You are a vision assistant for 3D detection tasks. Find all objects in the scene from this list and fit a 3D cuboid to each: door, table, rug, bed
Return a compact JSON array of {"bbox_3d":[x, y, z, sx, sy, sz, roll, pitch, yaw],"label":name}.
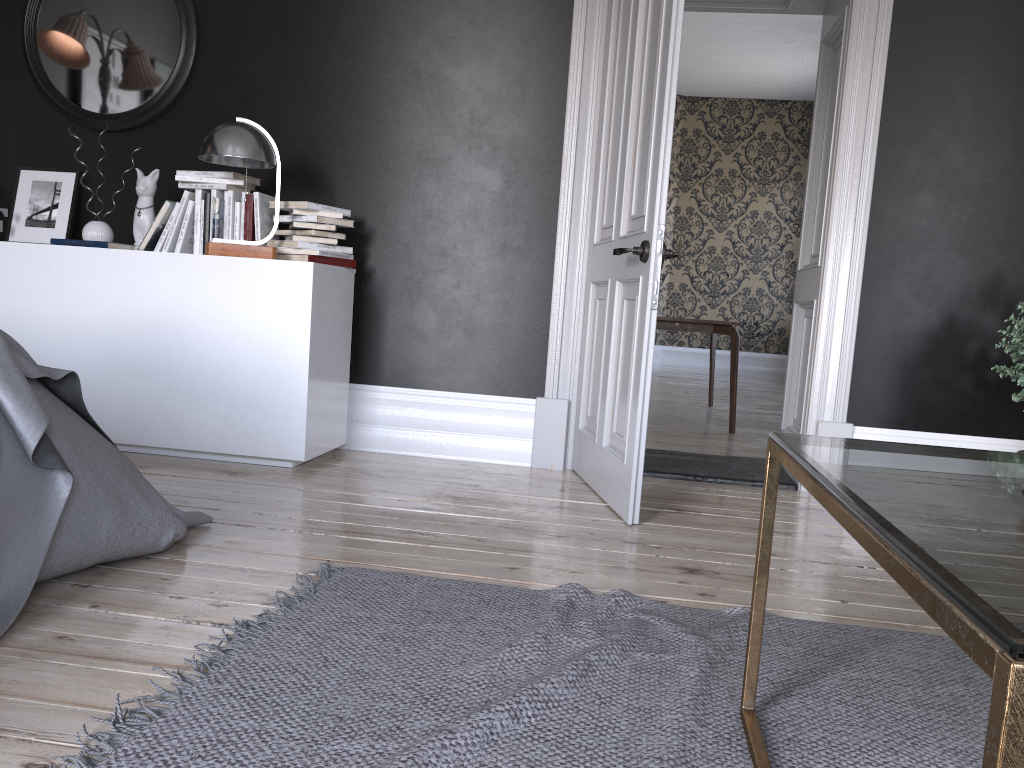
[{"bbox_3d":[0.474,-0.719,3.625,0.216,2.379,1.095,4,6,-5],"label":"door"},{"bbox_3d":[1.103,0.467,1.063,1.448,0.559,1.090,5,5,7],"label":"table"},{"bbox_3d":[1.253,-0.140,6.943,0.850,0.756,1.792,5,5,8],"label":"table"},{"bbox_3d":[1.059,0.716,1.247,3.644,0.050,2.102,5,5,8],"label":"rug"},{"bbox_3d":[-2.477,-0.193,1.496,3.283,1.301,2.760,4,5,-4],"label":"bed"}]

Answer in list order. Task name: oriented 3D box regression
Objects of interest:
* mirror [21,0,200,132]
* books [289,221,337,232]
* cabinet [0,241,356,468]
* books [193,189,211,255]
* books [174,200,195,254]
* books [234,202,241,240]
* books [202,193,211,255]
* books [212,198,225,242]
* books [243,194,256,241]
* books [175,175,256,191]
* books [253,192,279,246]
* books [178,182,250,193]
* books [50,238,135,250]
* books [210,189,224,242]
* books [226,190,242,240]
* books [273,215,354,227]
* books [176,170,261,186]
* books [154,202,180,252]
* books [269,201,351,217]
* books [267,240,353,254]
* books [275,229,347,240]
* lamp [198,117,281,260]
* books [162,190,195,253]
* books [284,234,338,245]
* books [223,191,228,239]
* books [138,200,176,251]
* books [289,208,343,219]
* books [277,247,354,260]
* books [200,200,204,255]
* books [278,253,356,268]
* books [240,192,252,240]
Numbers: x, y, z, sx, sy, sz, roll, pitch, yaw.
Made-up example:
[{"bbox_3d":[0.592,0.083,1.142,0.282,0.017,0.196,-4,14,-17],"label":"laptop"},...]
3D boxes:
[{"bbox_3d":[-1.980,-1.715,4.344,0.924,0.926,0.061,5,6,7],"label":"mirror"},{"bbox_3d":[-0.919,-0.717,4.074,0.193,0.030,0.289,2,5,-18],"label":"books"},{"bbox_3d":[-1.998,-0.187,4.155,2.396,0.884,0.569,5,6,7],"label":"cabinet"},{"bbox_3d":[-1.430,-0.746,4.179,0.030,0.307,0.220,5,6,7],"label":"books"},{"bbox_3d":[-1.495,-0.725,4.164,0.091,0.257,0.195,5,6,7],"label":"books"},{"bbox_3d":[-1.242,-0.705,4.131,0.026,0.259,0.195,5,6,7],"label":"books"},{"bbox_3d":[-1.377,-0.729,4.121,0.030,0.290,0.192,5,6,7],"label":"books"},{"bbox_3d":[-1.328,-0.712,4.100,0.029,0.270,0.204,5,6,7],"label":"books"},{"bbox_3d":[-1.178,-0.718,4.121,0.038,0.296,0.235,5,6,7],"label":"books"},{"bbox_3d":[-1.374,-0.933,4.125,0.307,0.024,0.219,4,5,-3],"label":"books"},{"bbox_3d":[-1.135,-0.720,4.113,0.050,0.308,0.220,5,6,7],"label":"books"},{"bbox_3d":[-1.382,-0.909,4.130,0.258,0.026,0.195,6,5,17],"label":"books"},{"bbox_3d":[-1.847,-0.614,3.916,0.289,0.030,0.192,5,5,13],"label":"books"},{"bbox_3d":[-1.347,-0.737,4.140,0.024,0.308,0.220,5,6,7],"label":"books"},{"bbox_3d":[-1.269,-0.731,4.130,0.024,0.308,0.220,5,6,7],"label":"books"},{"bbox_3d":[-0.912,-0.747,4.076,0.306,0.030,0.220,8,6,37],"label":"books"},{"bbox_3d":[-1.370,-0.963,4.149,0.306,0.030,0.220,6,5,17],"label":"books"},{"bbox_3d":[-1.575,-0.726,4.175,0.132,0.245,0.195,5,6,7],"label":"books"},{"bbox_3d":[-0.921,-0.799,4.052,0.220,0.030,0.306,7,6,27],"label":"books"},{"bbox_3d":[-0.929,-0.629,4.077,0.229,0.031,0.318,8,6,37],"label":"books"},{"bbox_3d":[-0.932,-0.689,4.088,0.289,0.030,0.193,8,7,38],"label":"books"},{"bbox_3d":[-1.170,-0.838,3.805,0.340,0.592,0.328,3,6,-12],"label":"lamp"},{"bbox_3d":[-1.526,-0.748,4.164,0.126,0.297,0.220,5,6,7],"label":"books"},{"bbox_3d":[-0.929,-0.659,4.084,0.203,0.029,0.268,2,6,-22],"label":"books"},{"bbox_3d":[-1.291,-0.735,4.161,0.030,0.307,0.220,5,6,7],"label":"books"},{"bbox_3d":[-1.620,-0.728,4.150,0.158,0.247,0.202,5,6,7],"label":"books"},{"bbox_3d":[-0.910,-0.776,4.093,0.220,0.024,0.306,2,5,-17],"label":"books"},{"bbox_3d":[-0.905,-0.597,4.068,0.228,0.025,0.318,6,5,17],"label":"books"},{"bbox_3d":[-1.403,-0.718,4.152,0.026,0.259,0.195,5,6,7],"label":"books"},{"bbox_3d":[-0.902,-0.564,4.063,0.234,0.038,0.294,8,6,34],"label":"books"},{"bbox_3d":[-1.208,-0.728,4.150,0.030,0.307,0.220,5,6,7],"label":"books"}]
